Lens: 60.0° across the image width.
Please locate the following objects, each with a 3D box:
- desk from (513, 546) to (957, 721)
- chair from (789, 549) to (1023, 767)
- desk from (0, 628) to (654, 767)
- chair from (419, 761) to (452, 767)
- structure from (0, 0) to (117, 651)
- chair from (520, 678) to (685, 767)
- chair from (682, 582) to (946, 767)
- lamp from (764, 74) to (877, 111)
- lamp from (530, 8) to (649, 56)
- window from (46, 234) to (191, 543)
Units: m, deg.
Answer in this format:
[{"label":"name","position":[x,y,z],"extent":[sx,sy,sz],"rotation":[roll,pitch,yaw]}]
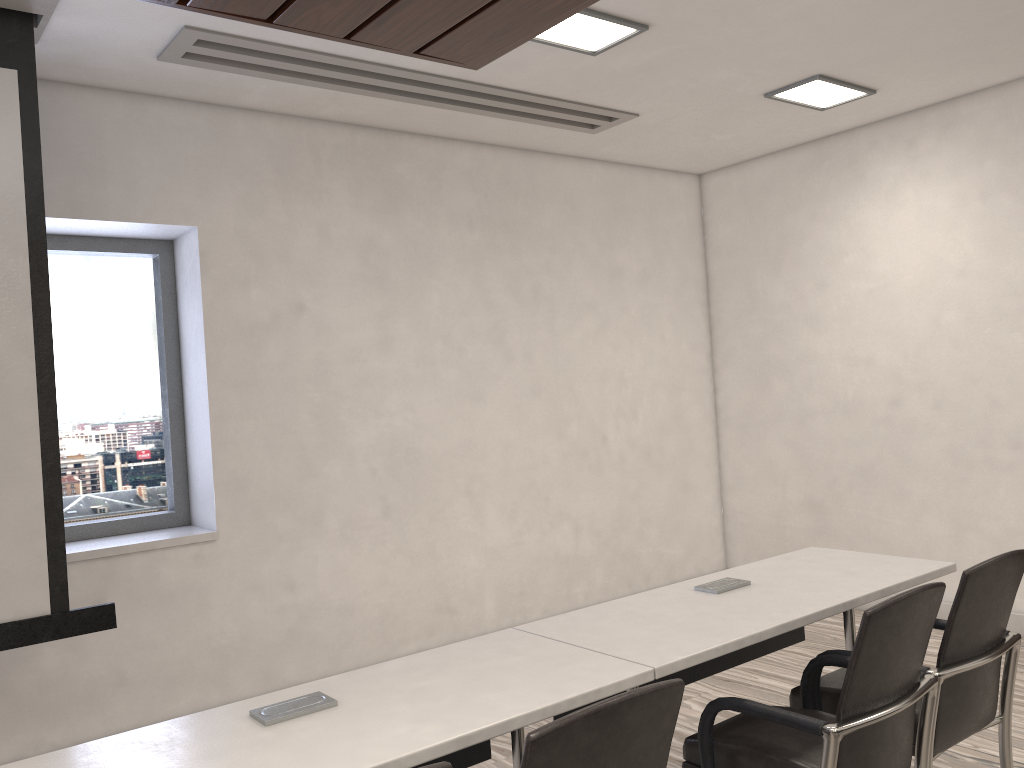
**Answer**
[{"label":"desk","position":[0.799,1.055,2.851],"extent":[1.509,0.795,0.577],"rotation":[-3,-1,-37]},{"label":"chair","position":[1.221,0.954,2.717],"extent":[0.513,0.939,0.638],"rotation":[-3,-1,-37]},{"label":"desk","position":[-0.400,1.126,1.930],"extent":[1.509,0.795,0.577],"rotation":[-3,-1,-37]},{"label":"chair","position":[-0.389,1.050,1.471],"extent":[0.513,0.939,0.638],"rotation":[-3,-1,-38]},{"label":"structure","position":[-2.935,-0.188,2.178],"extent":[3.550,2.329,0.438],"rotation":[-3,-1,-37]},{"label":"chair","position":[0.029,1.025,1.787],"extent":[0.513,0.939,0.638],"rotation":[-3,-1,-37]},{"label":"chair","position":[0.816,0.978,2.389],"extent":[0.513,0.939,0.638],"rotation":[-3,-1,-38]},{"label":"lamp","position":[1.606,-1.565,4.626],"extent":[0.519,0.120,0.324],"rotation":[-3,-1,-37]},{"label":"lamp","position":[0.250,-1.484,3.584],"extent":[0.519,0.120,0.324],"rotation":[-3,-1,-37]},{"label":"window","position":[-4.439,0.159,2.344],"extent":[6.968,1.419,0.118],"rotation":[-3,-1,-37]}]
